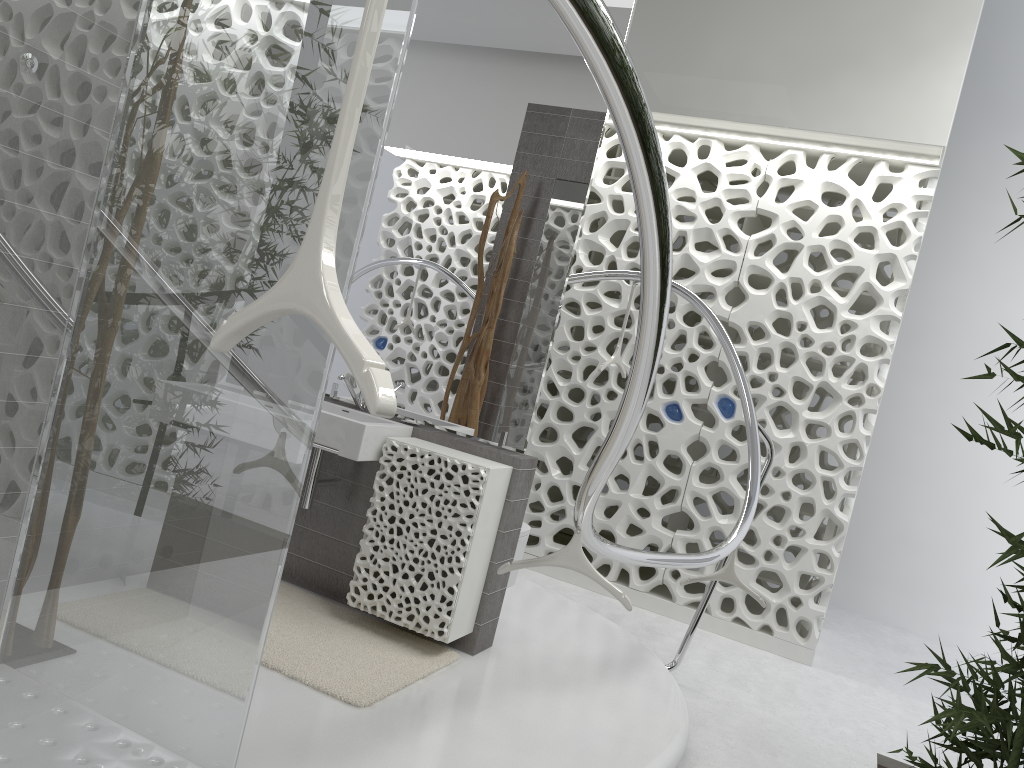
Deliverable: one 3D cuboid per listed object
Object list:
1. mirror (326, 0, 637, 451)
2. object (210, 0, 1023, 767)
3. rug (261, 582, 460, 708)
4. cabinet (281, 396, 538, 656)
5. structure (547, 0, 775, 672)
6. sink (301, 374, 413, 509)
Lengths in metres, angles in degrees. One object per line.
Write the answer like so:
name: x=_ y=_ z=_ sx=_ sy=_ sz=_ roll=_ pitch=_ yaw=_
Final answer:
mirror: x=-0.201 y=-0.801 z=3.989 sx=1.100 sy=1.980 sz=0.030 roll=15 pitch=2 yaw=22
object: x=1.542 y=-0.251 z=1.708 sx=4.664 sy=4.038 sz=4.097 roll=13 pitch=2 yaw=-19
rug: x=-0.865 y=0.959 z=3.502 sx=1.153 sy=0.016 sz=0.775 roll=15 pitch=2 yaw=22
cabinet: x=-0.607 y=0.570 z=3.869 sx=1.200 sy=0.870 sz=0.461 roll=15 pitch=2 yaw=22
structure: x=-1.718 y=-0.157 z=3.438 sx=5.250 sy=2.080 sz=5.433 roll=14 pitch=2 yaw=17
sink: x=-0.811 y=0.248 z=3.848 sx=0.650 sy=0.598 sz=0.478 roll=15 pitch=2 yaw=22
